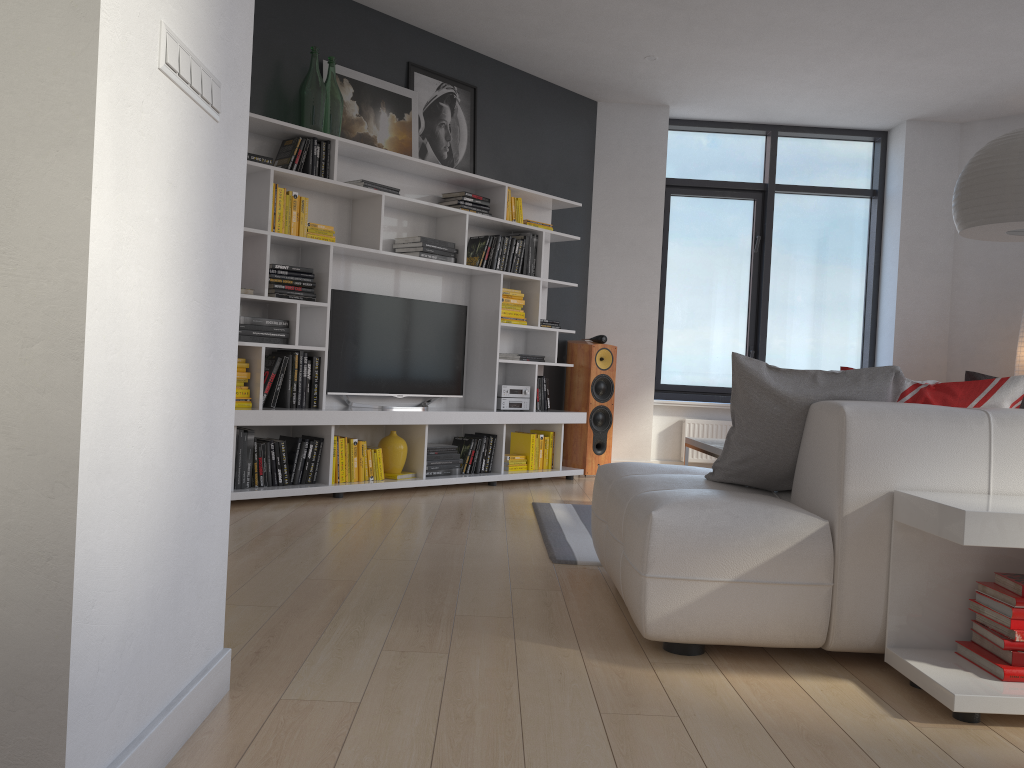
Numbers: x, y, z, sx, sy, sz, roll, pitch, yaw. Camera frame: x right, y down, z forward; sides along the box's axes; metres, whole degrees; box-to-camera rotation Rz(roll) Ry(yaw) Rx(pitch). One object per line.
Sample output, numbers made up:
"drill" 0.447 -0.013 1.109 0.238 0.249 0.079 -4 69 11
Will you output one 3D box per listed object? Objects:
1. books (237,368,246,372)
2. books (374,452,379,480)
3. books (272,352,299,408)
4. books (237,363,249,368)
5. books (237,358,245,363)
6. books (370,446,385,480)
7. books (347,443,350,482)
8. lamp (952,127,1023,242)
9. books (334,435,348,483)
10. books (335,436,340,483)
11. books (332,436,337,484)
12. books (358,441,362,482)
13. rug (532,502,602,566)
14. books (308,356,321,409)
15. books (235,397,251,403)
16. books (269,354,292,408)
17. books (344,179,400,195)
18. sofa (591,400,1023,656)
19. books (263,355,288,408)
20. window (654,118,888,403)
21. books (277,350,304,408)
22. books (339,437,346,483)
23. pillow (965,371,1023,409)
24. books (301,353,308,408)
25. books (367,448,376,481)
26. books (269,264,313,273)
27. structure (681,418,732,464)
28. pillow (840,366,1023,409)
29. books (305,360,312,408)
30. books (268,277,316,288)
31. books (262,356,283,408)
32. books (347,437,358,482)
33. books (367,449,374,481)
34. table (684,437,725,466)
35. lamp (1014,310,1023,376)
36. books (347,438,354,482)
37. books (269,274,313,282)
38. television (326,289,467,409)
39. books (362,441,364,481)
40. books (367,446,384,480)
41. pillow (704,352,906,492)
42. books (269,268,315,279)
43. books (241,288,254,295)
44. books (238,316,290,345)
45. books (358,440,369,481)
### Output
"books" -1.574 -0.082 4.775 0.238 0.023 0.167 3 1 -31
"books" -0.846 0.489 5.318 0.113 0.169 0.049 4 1 43
"books" -1.294 -0.025 5.037 0.237 0.314 0.034 4 1 44
"books" -1.565 -0.106 4.778 0.234 0.024 0.171 2 1 -42
"books" -1.587 -0.131 4.787 0.234 0.024 0.171 2 1 -42
"books" -0.829 0.476 5.370 0.149 0.193 0.046 4 1 45
"books" -1.001 0.453 5.181 0.156 0.230 0.042 4 1 42
"lamp" 3.266 -0.433 3.033 3.199 2.647 0.710 3 1 35
"books" -1.025 0.433 5.180 0.202 0.267 0.038 4 1 44
"books" -1.067 0.428 5.128 0.213 0.271 0.048 4 1 44
"books" -1.079 0.428 5.086 0.204 0.270 0.029 4 1 44
"books" -0.943 0.449 5.234 0.169 0.240 0.043 4 1 43
"rug" 1.296 0.766 4.428 2.326 0.016 1.662 3 1 -1
"books" -1.200 -0.012 5.134 0.230 0.297 0.051 4 1 44
"books" -1.574 0.079 4.761 0.269 0.025 0.213 2 1 -43
"books" -1.313 -0.017 5.010 0.213 0.301 0.028 4 1 44
"books" -0.875 -1.179 5.393 0.250 0.047 0.310 4 1 39
"sofa" 2.025 0.453 3.698 3.424 0.732 2.614 3 1 -1
"books" -1.357 -0.015 4.962 0.210 0.289 0.100 4 1 43
"window" 2.186 -1.021 7.679 1.960 2.402 0.170 3 1 -1
"books" -1.274 -0.030 5.063 0.237 0.326 0.026 4 1 44
"books" -1.047 0.435 5.159 0.198 0.258 0.066 4 1 44
"pillow" 2.473 0.216 2.893 2.120 0.436 0.608 3 1 -6
"books" -1.253 -0.023 5.084 0.239 0.315 0.034 4 1 44
"books" -0.867 0.478 5.312 0.134 0.187 0.046 4 1 43
"books" -1.273 -0.646 5.001 0.246 0.026 0.180 2 1 -39
"structure" 2.143 0.553 7.368 1.474 0.460 0.110 3 1 -1
"pillow" 2.146 0.225 2.878 2.250 0.449 0.575 3 1 -4
"books" -1.227 -0.002 5.104 0.200 0.272 0.028 4 1 44
"books" -1.283 -0.567 5.001 0.284 0.030 0.214 2 1 -38
"books" -1.406 -0.015 4.937 0.232 0.284 0.142 4 1 44
"books" -0.978 0.441 5.225 0.185 0.252 0.055 4 1 42
"books" -0.887 0.477 5.302 0.138 0.188 0.056 4 1 44
"table" 1.538 0.555 4.552 1.091 0.435 1.091 3 1 -1
"lamp" 3.965 0.115 6.290 0.502 1.550 0.804 2 1 -41
"books" -0.988 0.440 5.199 0.180 0.252 0.041 4 1 44
"books" -1.286 -0.593 5.003 0.264 0.020 0.189 2 1 -43
"television" -0.716 -0.198 5.678 0.207 0.704 1.102 4 1 44
"books" -0.941 0.450 5.265 0.171 0.235 0.043 4 1 42
"books" -0.839 0.476 5.346 0.148 0.193 0.067 4 1 45
"pillow" 2.044 0.186 3.207 2.953 0.453 0.647 3 1 -14
"books" -1.295 -0.619 5.020 0.284 0.030 0.214 2 1 -38
"books" -1.542 -0.496 4.727 0.266 0.030 0.209 3 1 37
"books" -1.444 -0.294 4.889 0.277 0.137 0.343 4 1 44
"books" -0.925 0.451 5.294 0.172 0.235 0.056 4 1 43
